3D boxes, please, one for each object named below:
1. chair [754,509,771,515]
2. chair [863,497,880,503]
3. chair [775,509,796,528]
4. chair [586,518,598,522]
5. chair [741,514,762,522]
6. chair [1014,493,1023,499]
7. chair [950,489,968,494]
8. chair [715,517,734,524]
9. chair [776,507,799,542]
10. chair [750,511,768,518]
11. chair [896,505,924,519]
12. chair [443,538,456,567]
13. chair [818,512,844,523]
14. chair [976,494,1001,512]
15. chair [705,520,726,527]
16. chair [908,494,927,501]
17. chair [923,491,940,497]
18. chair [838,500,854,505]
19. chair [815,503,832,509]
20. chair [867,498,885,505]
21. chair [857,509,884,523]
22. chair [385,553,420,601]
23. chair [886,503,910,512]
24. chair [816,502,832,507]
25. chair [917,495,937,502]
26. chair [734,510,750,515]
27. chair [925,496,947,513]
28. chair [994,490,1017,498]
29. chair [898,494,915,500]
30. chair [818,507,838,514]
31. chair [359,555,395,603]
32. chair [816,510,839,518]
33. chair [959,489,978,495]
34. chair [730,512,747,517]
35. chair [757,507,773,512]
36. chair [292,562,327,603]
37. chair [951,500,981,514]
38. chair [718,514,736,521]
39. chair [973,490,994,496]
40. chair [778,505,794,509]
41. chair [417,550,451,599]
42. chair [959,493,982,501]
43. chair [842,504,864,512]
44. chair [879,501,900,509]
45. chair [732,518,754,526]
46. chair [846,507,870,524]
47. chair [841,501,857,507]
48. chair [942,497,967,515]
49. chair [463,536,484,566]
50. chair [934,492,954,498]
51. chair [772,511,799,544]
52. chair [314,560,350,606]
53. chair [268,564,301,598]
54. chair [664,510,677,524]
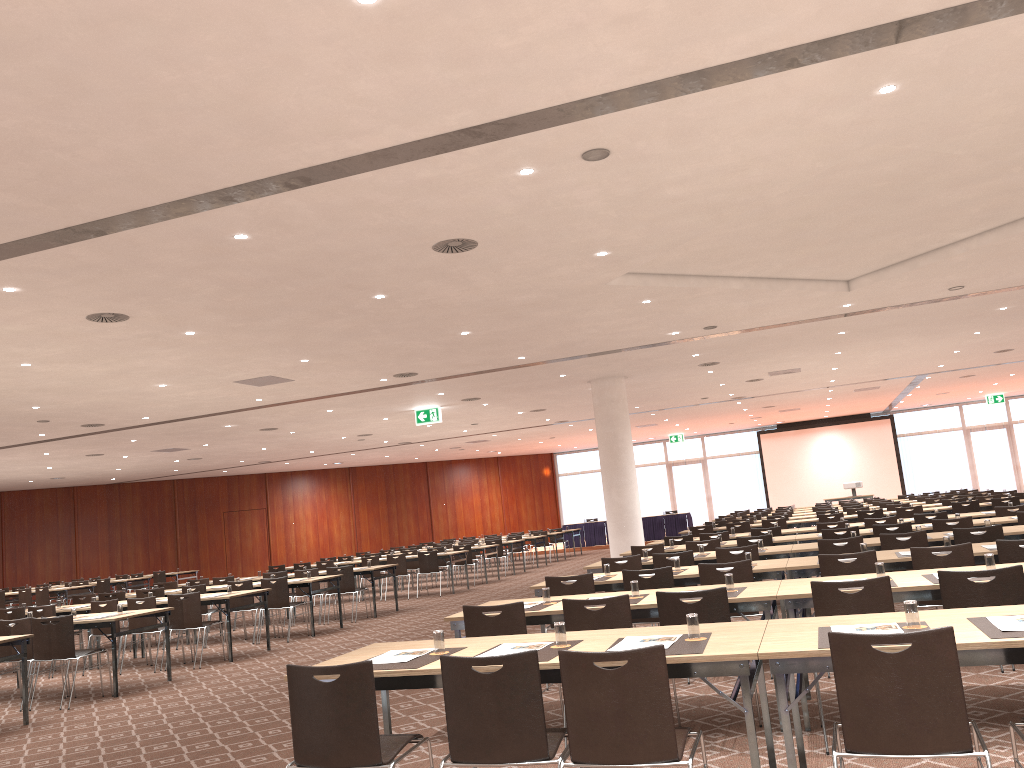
[{"bbox_3d":[6.861,3.886,24.067,0.536,0.938,0.614,-8,-8,17],"label":"chair"},{"bbox_3d":[10.254,3.692,25.139,0.536,0.938,0.614,-9,-8,20],"label":"chair"},{"bbox_3d":[6.833,3.586,22.020,0.536,0.938,0.614,-9,-8,20],"label":"chair"},{"bbox_3d":[2.902,5.355,32.126,0.536,0.938,0.614,-9,-8,20],"label":"chair"},{"bbox_3d":[5.568,3.469,20.338,0.536,0.938,0.614,-9,-8,21],"label":"chair"},{"bbox_3d":[9.826,2.510,16.826,0.536,0.938,0.614,-9,-8,20],"label":"chair"},{"bbox_3d":[12.343,3.364,24.380,0.536,0.938,0.614,-9,-8,20],"label":"chair"},{"bbox_3d":[4.999,3.562,20.567,0.536,0.938,0.614,-8,-8,15],"label":"chair"},{"bbox_3d":[7.419,3.806,23.923,0.536,0.938,0.614,-9,-8,20],"label":"chair"},{"bbox_3d":[6.261,3.680,22.250,0.536,0.938,0.614,-8,-8,18],"label":"chair"},{"bbox_3d":[7.058,2.621,15.632,0.536,0.938,0.614,-9,-8,19],"label":"chair"},{"bbox_3d":[-1.944,5.521,28.971,0.536,0.938,0.614,-8,-8,16],"label":"chair"},{"bbox_3d":[5.840,2.811,16.064,0.536,0.938,0.614,-9,-8,19],"label":"chair"},{"bbox_3d":[9.208,2.609,17.063,0.536,0.938,0.614,-8,-8,17],"label":"chair"},{"bbox_3d":[4.354,3.344,18.639,0.536,0.938,0.614,-9,-8,18],"label":"chair"},{"bbox_3d":[10.557,3.338,22.948,0.536,0.938,0.614,-9,-8,20],"label":"chair"},{"bbox_3d":[11.708,3.472,24.667,0.536,0.938,0.614,-8,-8,17],"label":"chair"},{"bbox_3d":[9.595,3.780,25.273,0.536,0.938,0.614,-8,-8,17],"label":"chair"},{"bbox_3d":[8.383,3.667,23.654,0.536,0.938,0.614,-9,-8,20],"label":"chair"},{"bbox_3d":[9.580,3.474,23.184,0.536,0.938,0.614,-9,-8,20],"label":"chair"},{"bbox_3d":[6.476,2.721,15.901,0.536,0.938,0.614,-8,-8,17],"label":"chair"},{"bbox_3d":[-2.329,4.035,18.632,0.536,0.938,0.614,-8,-8,17],"label":"chair"},{"bbox_3d":[7.709,2.843,17.594,0.536,0.938,0.614,-8,-8,16],"label":"chair"},{"bbox_3d":[9.026,3.872,25.494,0.536,0.938,0.614,-9,-8,18],"label":"chair"},{"bbox_3d":[9.871,3.121,20.997,0.536,0.938,0.614,-8,-8,18],"label":"chair"},{"bbox_3d":[6.872,4.198,26.193,0.536,0.938,0.614,-9,-8,20],"label":"chair"},{"bbox_3d":[9.233,2.921,19.192,0.536,0.938,0.614,-9,-8,19],"label":"chair"},{"bbox_3d":[10.474,2.726,18.745,0.536,0.938,0.614,-8,-8,17],"label":"chair"},{"bbox_3d":[11.068,3.557,24.794,0.536,0.938,0.614,-8,-8,16],"label":"chair"},{"bbox_3d":[7.131,3.233,19.830,0.536,0.938,0.614,-9,-8,19],"label":"chair"},{"bbox_3d":[-2.918,4.146,18.970,0.536,0.938,0.614,-9,-8,20],"label":"chair"},{"bbox_3d":[6.440,3.023,17.926,0.536,0.938,0.614,-8,-8,18],"label":"chair"},{"bbox_3d":[11.664,3.164,22.544,0.536,0.938,0.614,-8,-8,18],"label":"chair"},{"bbox_3d":[6.277,3.986,24.338,0.536,0.938,0.614,-8,-8,15],"label":"chair"},{"bbox_3d":[7.493,4.110,26.036,0.536,0.938,0.614,-9,-8,19],"label":"chair"},{"bbox_3d":[-4.474,4.372,19.414,0.536,0.938,0.614,-9,-8,19],"label":"chair"},{"bbox_3d":[7.908,2.497,15.392,0.536,0.938,0.614,-8,-8,16],"label":"chair"},{"bbox_3d":[5.512,3.781,22.413,0.536,0.938,0.614,-9,-8,19],"label":"chair"},{"bbox_3d":[11.016,2.948,20.625,0.536,0.938,0.614,-9,-8,19],"label":"chair"},{"bbox_3d":[8.014,4.020,25.786,0.536,0.938,0.614,-8,-8,16],"label":"chair"},{"bbox_3d":[-1.663,3.947,18.501,0.536,0.938,0.614,-8,-8,16],"label":"chair"},{"bbox_3d":[9.835,2.818,18.916,0.536,0.938,0.614,-9,-8,20],"label":"chair"},{"bbox_3d":[7.640,3.162,19.709,0.536,0.938,0.614,-9,-8,18],"label":"chair"},{"bbox_3d":[8.319,3.047,19.408,0.536,0.938,0.614,-8,-8,17],"label":"chair"},{"bbox_3d":[4.876,3.260,18.434,0.536,0.938,0.614,-9,-8,20],"label":"chair"},{"bbox_3d":[6.993,2.945,17.782,0.536,0.938,0.614,-8,-8,17],"label":"chair"},{"bbox_3d":[8.979,3.570,23.416,0.536,0.938,0.614,-9,-8,21],"label":"chair"},{"bbox_3d":[8.624,2.692,17.216,0.536,0.938,0.614,-8,-8,16],"label":"chair"},{"bbox_3d":[-1.293,5.434,28.845,0.536,0.938,0.614,-8,-8,16],"label":"chair"},{"bbox_3d":[11.096,3.244,22.692,0.536,0.938,0.614,-9,-8,18],"label":"chair"},{"bbox_3d":[6.180,3.371,20.103,0.536,0.938,0.614,-8,-8,15],"label":"chair"},{"bbox_3d":[-3.920,4.276,19.149,0.536,0.938,0.614,-9,-8,20],"label":"chair"},{"bbox_3d":[-5.051,4.447,19.516,0.536,0.938,0.614,-9,-8,20],"label":"chair"},{"bbox_3d":[5.632,4.941,31.239,0.536,0.938,0.614,-9,-8,20],"label":"chair"}]
